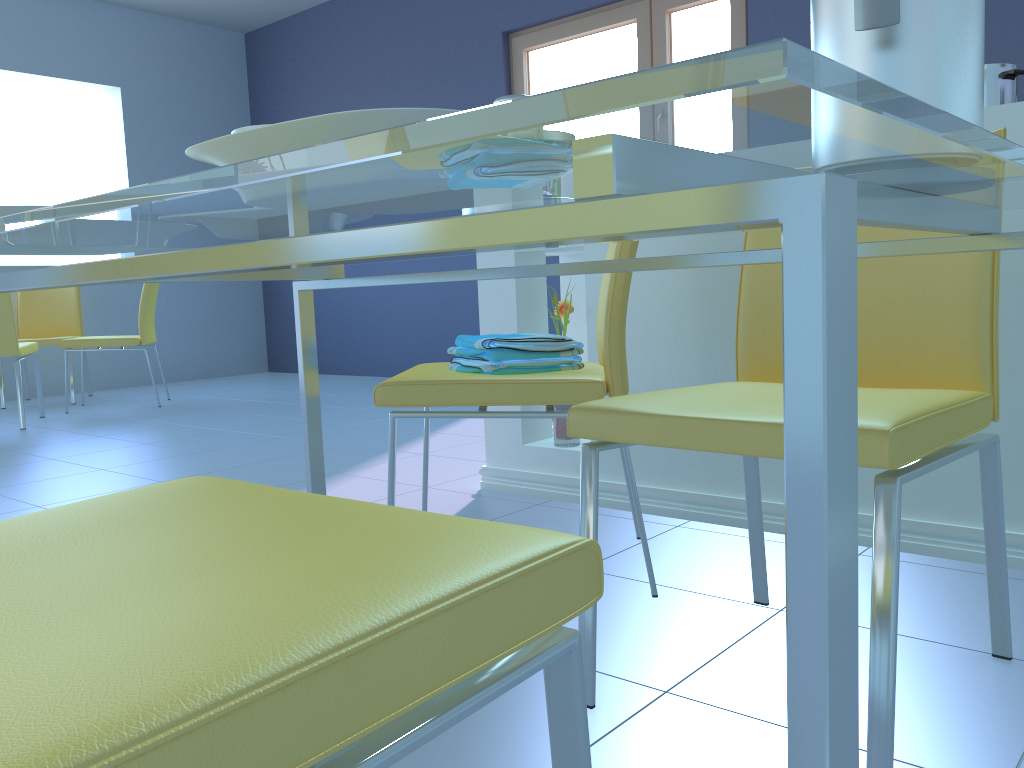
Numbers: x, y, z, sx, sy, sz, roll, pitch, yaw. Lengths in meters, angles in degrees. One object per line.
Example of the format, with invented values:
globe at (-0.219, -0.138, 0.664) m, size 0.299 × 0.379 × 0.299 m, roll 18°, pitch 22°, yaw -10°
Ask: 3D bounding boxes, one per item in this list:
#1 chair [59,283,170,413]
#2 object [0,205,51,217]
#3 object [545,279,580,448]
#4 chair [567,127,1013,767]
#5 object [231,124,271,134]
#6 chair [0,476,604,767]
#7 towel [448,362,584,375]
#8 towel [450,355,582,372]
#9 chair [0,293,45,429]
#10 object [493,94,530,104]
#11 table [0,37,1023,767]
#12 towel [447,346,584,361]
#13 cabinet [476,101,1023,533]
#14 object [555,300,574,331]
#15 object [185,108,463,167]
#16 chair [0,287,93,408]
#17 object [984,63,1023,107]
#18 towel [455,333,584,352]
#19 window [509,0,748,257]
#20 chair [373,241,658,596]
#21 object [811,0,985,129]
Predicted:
chair at (-2.129, -0.228, 4.779) m, size 0.484 × 0.699 × 0.387 m, roll -4°, pitch 6°, yaw -13°
object at (-0.452, -0.156, 0.892) m, size 0.228 × 0.020 × 0.228 m, roll 2°, pitch 7°, yaw 37°
object at (0.129, -0.055, 2.224) m, size 0.067 × 0.423 × 0.229 m, roll -4°, pitch 6°, yaw -18°
chair at (0.371, 0.035, 1.122) m, size 0.387 × 0.695 × 0.484 m, roll 3°, pitch 8°, yaw 43°
object at (-0.202, -0.193, 0.828) m, size 0.111 × 0.083 × 0.091 m, roll -1°, pitch 6°, yaw 12°
chair at (-0.246, 0.131, 0.442) m, size 0.387 × 0.695 × 0.484 m, roll 2°, pitch 7°, yaw 38°
towel at (0.005, -0.032, 1.642) m, size 0.195 × 0.024 × 0.201 m, roll -6°, pitch 7°, yaw -30°
towel at (0.002, -0.045, 1.635) m, size 0.195 × 0.024 × 0.201 m, roll -5°, pitch 6°, yaw -24°
chair at (-2.461, -0.149, 4.124) m, size 0.387 × 0.695 × 0.484 m, roll -4°, pitch 6°, yaw -18°
object at (0.003, -0.196, 0.791) m, size 0.123 × 0.081 × 0.166 m, roll 1°, pitch 7°, yaw 32°
table at (-0.116, 0.131, 0.951) m, size 1.173 × 0.590 × 0.730 m, roll 2°, pitch 8°, yaw 40°
towel at (0.004, -0.061, 1.636) m, size 0.195 × 0.027 × 0.192 m, roll -6°, pitch 7°, yaw -28°
cabinet at (1.314, -0.202, 2.582) m, size 2.139 × 0.800 × 2.200 m, roll 2°, pitch 8°, yaw 40°
object at (0.147, -0.058, 2.530) m, size 0.050 × 0.365 × 0.085 m, roll 2°, pitch 7°, yaw 38°
object at (-0.073, -0.139, 0.569) m, size 0.228 × 0.020 × 0.228 m, roll 2°, pitch 7°, yaw 37°
chair at (-2.725, -0.244, 5.169) m, size 0.387 × 0.695 × 0.484 m, roll -4°, pitch 6°, yaw -13°
object at (0.897, -0.550, 1.728) m, size 0.170 × 0.106 × 0.157 m, roll 0°, pitch 6°, yaw 23°
towel at (0.006, -0.077, 1.632) m, size 0.195 × 0.033 × 0.190 m, roll -5°, pitch 6°, yaw -23°
window at (0.571, -1.326, 4.603) m, size 1.475 × 1.263 × 0.142 m, roll 2°, pitch 8°, yaw 40°
chair at (0.023, -0.004, 1.648) m, size 0.484 × 0.695 × 0.387 m, roll -2°, pitch 6°, yaw 4°
object at (0.283, -0.264, 0.646) m, size 0.132 × 0.222 × 0.146 m, roll -3°, pitch 6°, yaw -7°
